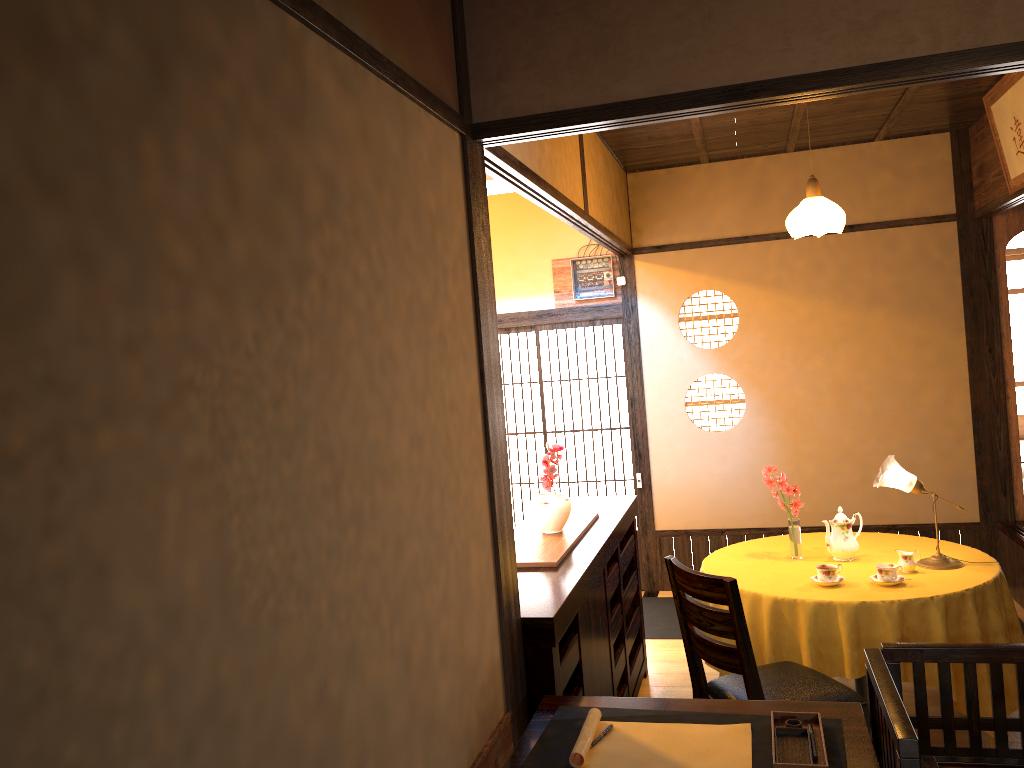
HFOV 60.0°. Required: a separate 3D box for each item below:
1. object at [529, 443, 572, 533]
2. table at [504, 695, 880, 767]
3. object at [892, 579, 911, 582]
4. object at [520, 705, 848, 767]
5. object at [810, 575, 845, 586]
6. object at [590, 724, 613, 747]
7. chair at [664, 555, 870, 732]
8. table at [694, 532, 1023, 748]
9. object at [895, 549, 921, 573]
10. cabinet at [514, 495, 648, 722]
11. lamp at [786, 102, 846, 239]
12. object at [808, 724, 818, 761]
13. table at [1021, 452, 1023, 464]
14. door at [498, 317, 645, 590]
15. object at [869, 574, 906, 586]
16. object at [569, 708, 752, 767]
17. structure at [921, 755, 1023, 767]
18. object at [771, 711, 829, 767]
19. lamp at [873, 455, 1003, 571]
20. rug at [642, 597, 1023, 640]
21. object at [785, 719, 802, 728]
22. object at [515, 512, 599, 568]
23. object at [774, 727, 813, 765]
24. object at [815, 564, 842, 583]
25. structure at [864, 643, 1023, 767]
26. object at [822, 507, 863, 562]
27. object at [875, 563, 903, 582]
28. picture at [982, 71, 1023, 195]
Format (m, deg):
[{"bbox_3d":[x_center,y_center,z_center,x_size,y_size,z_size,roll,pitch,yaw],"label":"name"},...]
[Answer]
[{"bbox_3d":[0.192,0.465,4.016,0.189,0.378,0.321,-4,1,24],"label":"object"},{"bbox_3d":[0.457,1.077,2.228,0.880,0.336,0.601,-4,2,15],"label":"table"},{"bbox_3d":[1.611,0.828,3.722,0.126,0.019,0.029,-4,1,18],"label":"object"},{"bbox_3d":[0.435,0.908,2.229,0.760,0.003,0.405,-4,2,18],"label":"object"},{"bbox_3d":[1.365,0.853,3.834,0.144,0.024,0.144,-5,2,-25],"label":"object"},{"bbox_3d":[0.233,0.914,2.305,0.012,0.010,0.141,-4,2,30],"label":"object"},{"bbox_3d":[0.951,1.131,3.350,0.578,0.960,0.490,-5,1,-20],"label":"chair"},{"bbox_3d":[1.590,1.184,4.188,1.443,0.695,1.444,-4,2,15],"label":"table"},{"bbox_3d":[1.754,0.782,3.934,0.083,0.098,0.078,-5,1,-16],"label":"object"},{"bbox_3d":[0.210,1.165,3.861,0.489,0.971,2.188,-4,2,15],"label":"cabinet"},{"bbox_3d":[1.412,-1.104,4.199,0.249,0.810,0.277,-4,0,37],"label":"lamp"},{"bbox_3d":[0.734,0.873,2.164,0.012,0.012,0.180,-4,2,15],"label":"object"},{"bbox_3d":[4.668,0.674,7.665,1.199,0.118,0.601,-4,2,15],"label":"table"},{"bbox_3d":[-0.373,0.597,6.837,2.646,2.000,0.066,-4,0,15],"label":"door"},{"bbox_3d":[1.598,0.837,3.772,0.144,0.024,0.144,-5,2,-25],"label":"object"},{"bbox_3d":[0.380,0.892,2.230,0.429,0.038,0.275,-4,2,15],"label":"object"},{"bbox_3d":[1.261,1.043,1.870,0.666,0.300,0.453,-4,1,15],"label":"structure"},{"bbox_3d":[0.698,0.874,2.161,0.121,0.028,0.295,-4,2,16],"label":"object"},{"bbox_3d":[1.943,0.907,4.003,0.511,1.203,0.198,-4,0,15],"label":"lamp"},{"bbox_3d":[1.588,1.483,5.652,2.953,0.005,0.902,-4,2,15],"label":"rug"},{"bbox_3d":[0.715,0.868,2.247,0.040,0.021,0.040,-5,2,-23],"label":"object"},{"bbox_3d":[0.169,0.671,3.892,0.267,0.020,0.998,-4,2,15],"label":"object"},{"bbox_3d":[0.674,0.876,2.125,0.082,0.019,0.200,-4,2,16],"label":"object"},{"bbox_3d":[1.365,0.821,3.831,0.099,0.076,0.090,-3,2,40],"label":"object"},{"bbox_3d":[1.468,0.923,1.963,1.196,0.499,0.598,-4,1,15],"label":"structure"},{"bbox_3d":[1.580,0.709,4.229,0.163,0.252,0.154,-4,1,28],"label":"object"},{"bbox_3d":[1.595,0.805,3.767,0.090,0.076,0.099,-5,1,0],"label":"object"},{"bbox_3d":[2.478,-1.290,4.015,0.117,0.565,2.046,-4,2,15],"label":"picture"}]
